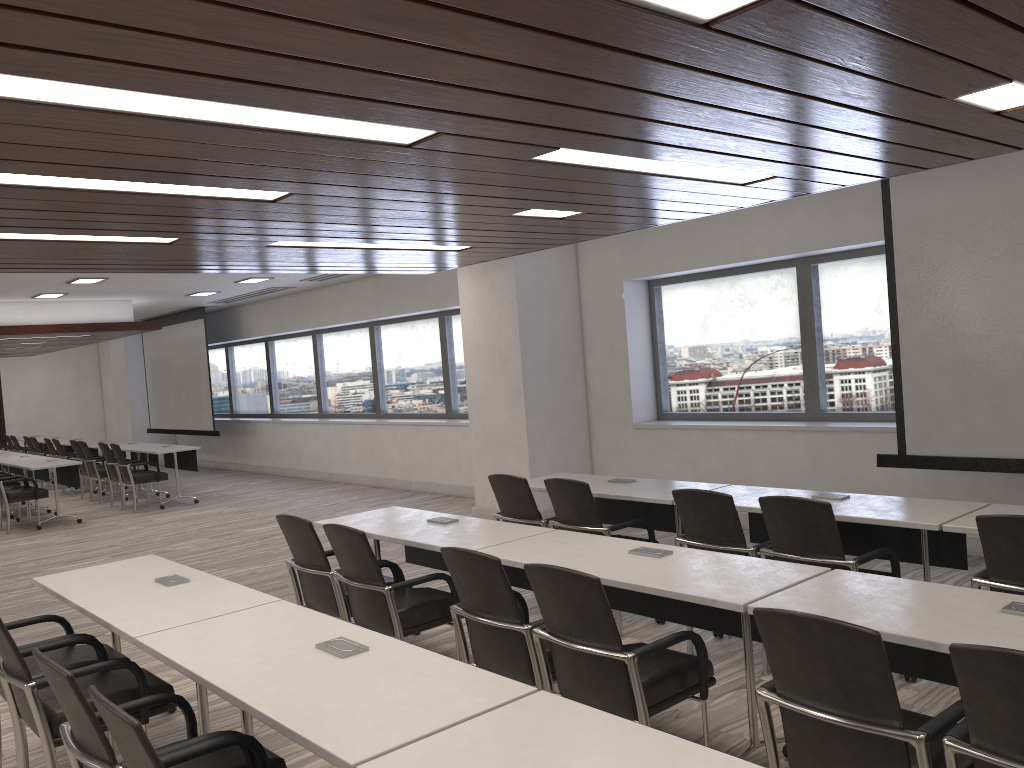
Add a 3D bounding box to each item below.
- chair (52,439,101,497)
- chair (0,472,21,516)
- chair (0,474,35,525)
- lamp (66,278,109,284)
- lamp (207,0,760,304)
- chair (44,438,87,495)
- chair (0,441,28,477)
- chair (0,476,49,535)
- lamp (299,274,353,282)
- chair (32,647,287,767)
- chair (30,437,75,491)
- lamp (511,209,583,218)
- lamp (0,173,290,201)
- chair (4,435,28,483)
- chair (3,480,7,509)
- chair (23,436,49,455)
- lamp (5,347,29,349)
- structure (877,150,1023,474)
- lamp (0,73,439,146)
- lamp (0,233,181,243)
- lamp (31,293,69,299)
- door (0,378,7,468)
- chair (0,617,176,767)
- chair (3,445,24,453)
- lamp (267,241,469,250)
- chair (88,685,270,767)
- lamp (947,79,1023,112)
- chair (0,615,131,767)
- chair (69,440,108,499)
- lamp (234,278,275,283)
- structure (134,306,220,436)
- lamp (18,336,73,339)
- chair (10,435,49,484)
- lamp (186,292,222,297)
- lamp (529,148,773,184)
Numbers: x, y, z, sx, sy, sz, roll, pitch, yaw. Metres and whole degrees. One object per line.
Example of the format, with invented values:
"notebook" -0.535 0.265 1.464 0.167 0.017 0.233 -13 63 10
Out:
"chair" -7.001 1.308 14.279 0.638 0.939 0.513 -6 2 -40
"chair" -7.134 1.384 12.162 0.638 0.939 0.513 -6 2 -41
"chair" -6.501 1.359 11.400 0.638 0.939 0.513 -6 2 -41
"lamp" -4.890 -1.240 10.207 0.324 0.120 0.519 -6 2 -41
"lamp" -2.114 -1.162 8.065 1.469 0.552 14.295 -5 2 -18
"chair" -7.341 1.322 14.678 0.638 0.939 0.513 -6 2 -40
"chair" -9.972 1.428 17.745 0.638 0.939 0.513 -6 2 -40
"chair" -6.145 1.345 11.004 0.638 0.939 0.513 -6 2 -41
"lamp" 0.207 -1.306 6.995 1.499 0.552 12.001 -5 2 -24
"chair" -1.067 1.212 2.736 0.638 0.939 0.513 -6 2 -41
"chair" -7.981 1.347 15.439 0.638 0.939 0.513 -6 2 -41
"lamp" 0.196 -0.990 5.025 0.421 0.046 0.236 -6 2 -41
"lamp" -1.589 -0.805 3.488 1.496 0.045 0.236 -6 2 -41
"chair" -9.326 1.402 16.995 0.638 0.939 0.513 -6 2 -40
"chair" -7.472 1.398 12.557 0.638 0.939 0.513 -6 2 -41
"chair" -8.318 1.361 15.842 0.638 0.939 0.513 -6 2 -42
"lamp" -8.695 -0.616 14.936 1.496 0.045 0.236 -6 2 -41
"structure" 3.638 -0.627 4.844 0.438 2.329 3.550 -6 2 -41
"lamp" -0.874 -0.834 2.653 1.496 0.045 0.236 -6 2 -41
"lamp" -2.448 -0.770 4.490 1.496 0.045 0.236 -6 2 -41
"lamp" -6.003 -1.195 11.506 0.324 0.120 0.519 -6 2 -41
"door" -12.651 0.857 19.795 2.329 2.323 0.200 -6 2 -41
"chair" -1.714 1.238 3.500 0.638 0.939 0.513 -6 2 -41
"chair" -10.305 1.441 18.146 0.638 0.939 0.513 -6 2 -40
"lamp" -0.891 -0.931 5.830 1.496 0.045 0.236 -6 2 -41
"chair" -0.717 1.198 2.351 0.638 0.939 0.513 -6 2 -40
"lamp" 1.771 -1.053 3.188 0.421 0.046 0.236 -6 2 -41
"chair" -2.059 1.252 3.902 0.638 0.939 0.513 -6 2 -41
"chair" -6.344 1.281 13.537 0.638 0.939 0.513 -6 2 -41
"lamp" -3.355 -1.399 11.528 0.324 0.120 0.519 -6 2 -41
"structure" -6.201 -0.230 16.324 0.438 2.329 3.550 -6 2 -41
"lamp" -6.835 -0.692 12.765 1.496 0.045 0.236 -6 2 -41
"chair" -8.981 1.388 16.589 0.638 0.939 0.513 -6 2 -41
"lamp" -4.468 -1.354 12.827 0.324 0.120 0.519 -6 2 -41
"lamp" 0.683 -0.995 3.993 1.496 0.045 0.236 -6 2 -41
